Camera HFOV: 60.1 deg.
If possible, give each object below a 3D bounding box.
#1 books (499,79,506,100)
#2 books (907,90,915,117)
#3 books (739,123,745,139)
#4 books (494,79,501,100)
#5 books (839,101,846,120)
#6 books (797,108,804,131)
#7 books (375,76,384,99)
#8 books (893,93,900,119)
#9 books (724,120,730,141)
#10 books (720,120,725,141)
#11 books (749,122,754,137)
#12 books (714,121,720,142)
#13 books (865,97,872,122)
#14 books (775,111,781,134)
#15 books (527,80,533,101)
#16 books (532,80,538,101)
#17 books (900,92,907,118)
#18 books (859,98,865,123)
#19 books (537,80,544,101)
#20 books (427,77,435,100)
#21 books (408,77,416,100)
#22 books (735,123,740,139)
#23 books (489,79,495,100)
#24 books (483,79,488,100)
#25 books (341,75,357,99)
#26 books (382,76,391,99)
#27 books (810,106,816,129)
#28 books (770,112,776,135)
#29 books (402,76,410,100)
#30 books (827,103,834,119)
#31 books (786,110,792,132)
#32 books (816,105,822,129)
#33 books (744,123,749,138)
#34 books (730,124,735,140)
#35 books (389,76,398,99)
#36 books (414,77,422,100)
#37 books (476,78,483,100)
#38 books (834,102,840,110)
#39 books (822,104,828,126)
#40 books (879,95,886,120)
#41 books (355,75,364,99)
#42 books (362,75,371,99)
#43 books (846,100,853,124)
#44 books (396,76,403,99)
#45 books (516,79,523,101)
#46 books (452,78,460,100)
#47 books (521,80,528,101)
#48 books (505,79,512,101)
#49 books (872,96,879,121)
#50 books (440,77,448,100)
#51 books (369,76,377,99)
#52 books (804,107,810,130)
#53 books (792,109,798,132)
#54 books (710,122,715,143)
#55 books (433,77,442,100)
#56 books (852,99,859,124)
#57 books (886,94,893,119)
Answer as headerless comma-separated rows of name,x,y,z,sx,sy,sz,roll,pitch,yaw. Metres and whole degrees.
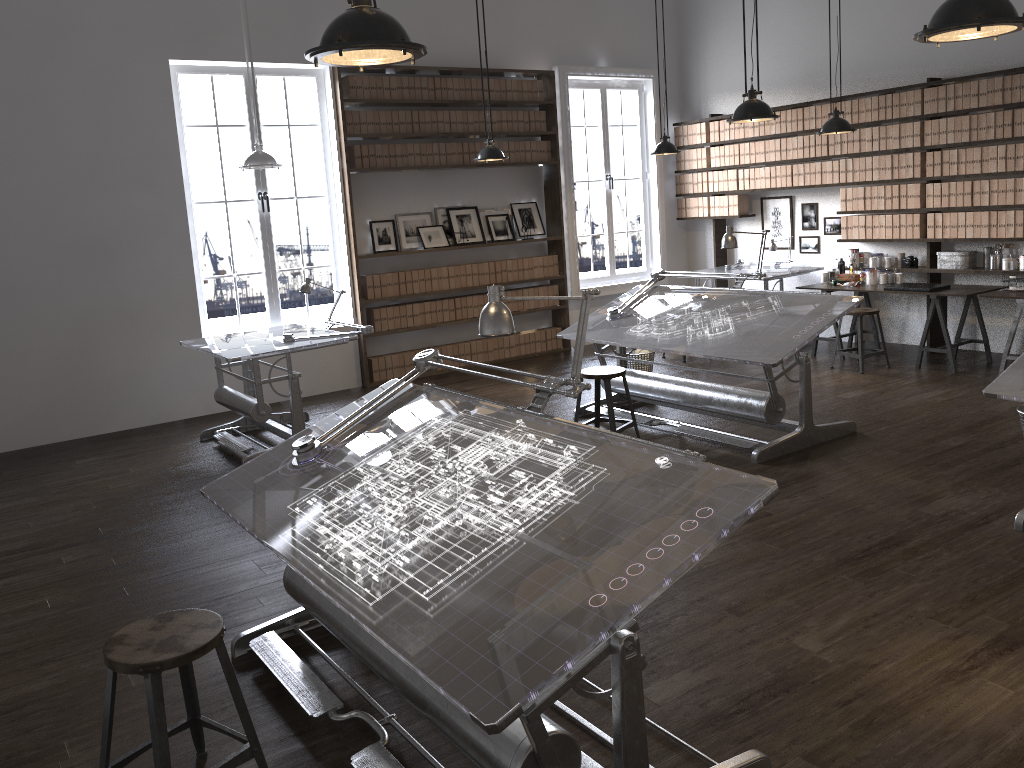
books,-0.139,-3.037,9.196,0.067,0.224,0.175,-10,11,-33
books,3.641,-2.525,7.981,0.175,0.224,0.067,-10,11,-33
books,2.542,-2.771,9.583,0.175,0.224,0.067,-10,11,-33
books,-0.197,-3.026,9.159,0.067,0.224,0.175,-10,11,-33
books,3.245,-2.614,8.560,0.175,0.224,0.067,-10,11,-33
books,2.970,-2.675,8.958,0.175,0.224,0.067,-10,11,-33
books,-1.294,-2.803,8.426,0.067,0.224,0.175,-10,11,-33
books,3.564,-2.543,8.097,0.175,0.224,0.067,-10,11,-33
books,2.426,-2.798,9.756,0.175,0.224,0.067,-10,11,-33
books,2.390,-2.807,9.817,0.175,0.224,0.067,-10,11,-33
books,2.618,-2.755,9.478,0.175,0.224,0.067,-10,11,-33
books,2.343,-2.816,9.875,0.175,0.224,0.067,-10,11,-33
books,3.403,-2.578,8.328,0.175,0.224,0.067,-10,11,-33
books,2.814,-2.709,9.184,0.175,0.224,0.067,-10,11,-33
books,0.141,-3.094,9.383,0.067,0.224,0.175,-10,11,-33
books,0.199,-3.106,9.422,0.067,0.224,0.175,-10,11,-33
books,3.605,-2.534,8.040,0.175,0.224,0.067,-10,11,-33
books,3.367,-2.588,8.388,0.175,0.224,0.067,-10,11,-33
books,0.260,-3.118,9.457,0.067,0.224,0.175,-10,11,-33
books,-0.839,-2.895,8.730,0.067,0.224,0.175,-10,11,-33
books,-1.014,-2.860,8.613,0.067,0.224,0.175,-10,11,-33
books,2.509,-2.780,9.641,0.175,0.224,0.067,-10,11,-33
books,-0.253,-3.014,9.117,0.067,0.224,0.175,-10,11,-33
books,-0.310,-3.001,9.075,0.067,0.224,0.175,-10,11,-33
books,-1.525,-2.754,8.265,0.067,0.224,0.175,-10,11,-33
books,-1.234,-2.814,8.461,0.067,0.224,0.175,-10,11,-33
books,3.053,-2.656,8.838,0.175,0.224,0.067,-10,11,-33
books,2.776,-2.719,9.245,0.175,0.224,0.067,-10,11,-33
books,-1.067,-2.847,8.571,0.067,0.224,0.175,-10,11,-33
books,3.169,-2.630,8.665,0.175,0.224,0.067,-10,11,-33
books,2.894,-2.693,9.075,0.175,0.224,0.067,-10,11,-33
books,3.096,-2.648,8.783,0.175,0.224,0.067,-10,11,-33
books,2.584,-2.763,9.530,0.175,0.224,0.067,-10,11,-33
books,2.469,-2.789,9.700,0.175,0.224,0.067,-10,11,-33
books,-1.175,-2.826,8.502,0.067,0.224,0.175,-10,11,-33
books,-0.956,-2.871,8.652,0.067,0.224,0.175,-10,11,-33
books,-0.370,-2.989,9.035,0.067,0.224,0.175,-10,11,-33
books,3.211,-2.622,8.613,0.175,0.224,0.067,-10,11,-33
books,3.136,-2.639,8.724,0.175,0.224,0.067,-10,11,-33
books,3.482,-2.559,8.207,0.175,0.224,0.067,-10,11,-33
books,-1.466,-2.766,8.305,0.067,0.224,0.175,-10,11,-33
books,-1.408,-2.779,8.347,0.067,0.224,0.175,-10,11,-33
books,3.284,-2.604,8.500,0.175,0.224,0.067,-10,11,-33
books,-1.124,-2.837,8.538,0.067,0.224,0.175,-10,11,-33
books,0.031,-3.072,9.308,0.067,0.224,0.175,-10,11,-33
books,-0.601,-2.943,8.885,0.067,0.224,0.175,-10,11,-33
books,0.088,-3.082,9.341,0.067,0.224,0.175,-10,11,-33
books,-0.079,-3.049,9.231,0.067,0.224,0.175,-10,11,-33
books,3.441,-2.568,8.267,0.175,0.224,0.067,-10,11,-33
books,-0.716,-2.920,8.812,0.067,0.224,0.175,-10,11,-33
books,-1.353,-2.791,8.389,0.067,0.224,0.175,-10,11,-33
books,3.017,-2.666,8.900,0.175,0.224,0.067,-10,11,-33
books,2.933,-2.685,9.022,0.175,0.224,0.067,-10,11,-33
books,2.306,-2.826,9.939,0.175,0.224,0.067,-10,11,-33
books,-0.774,-2.907,8.767,0.067,0.224,0.175,-10,11,-33
books,3.327,-2.596,8.444,0.175,0.224,0.067,-10,11,-33
books,3.521,-2.552,8.158,0.175,0.224,0.067,-10,11,-33
